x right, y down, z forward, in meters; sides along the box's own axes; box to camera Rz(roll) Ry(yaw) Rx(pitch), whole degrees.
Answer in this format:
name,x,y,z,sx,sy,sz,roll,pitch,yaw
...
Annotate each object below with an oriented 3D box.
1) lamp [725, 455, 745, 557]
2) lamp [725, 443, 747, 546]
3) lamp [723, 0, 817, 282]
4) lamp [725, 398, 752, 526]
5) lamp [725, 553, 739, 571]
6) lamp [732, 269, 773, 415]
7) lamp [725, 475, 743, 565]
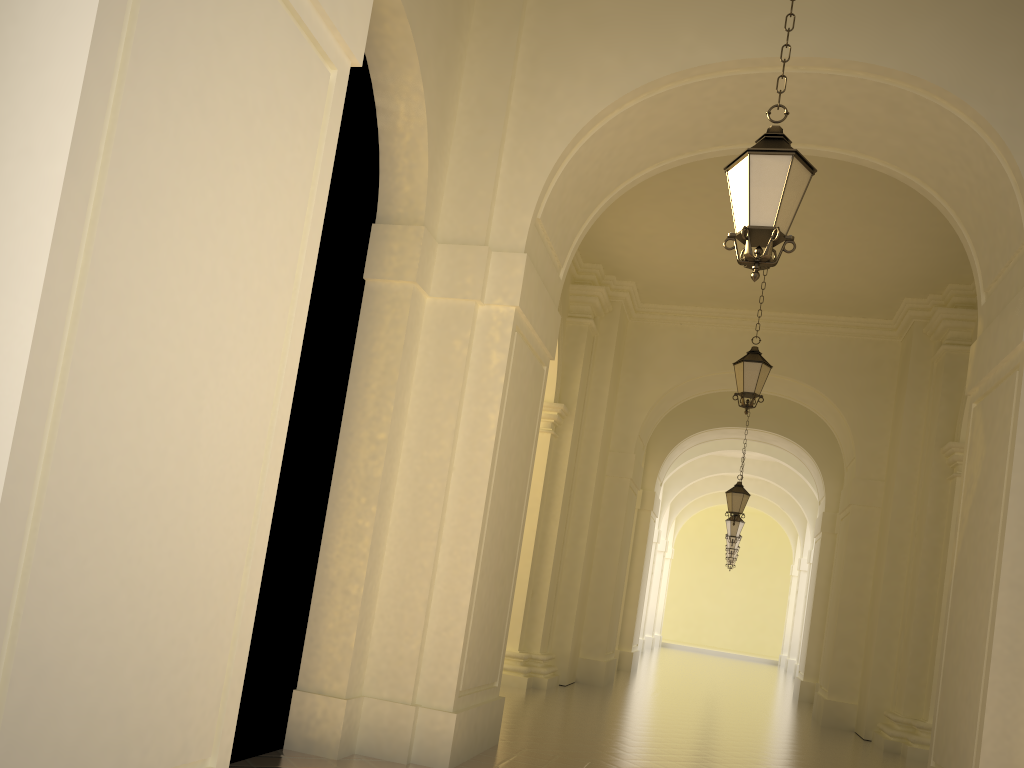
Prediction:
name,x,y,z,sx,sy,sz,roll,pitch,yaw
lamp,6.752,3.545,26.131,0.507,3.268,0.450,8,-5,15
lamp,5.834,2.527,22.367,0.507,3.268,0.450,8,-5,15
lamp,1.596,-2.175,4.984,0.445,3.268,0.513,10,-5,-15
lamp,4.645,1.207,17.488,0.445,3.268,0.513,10,-5,-15
lamp,8.549,5.538,33.502,0.507,3.268,0.450,8,-5,15
lamp,3.183,-0.852,11.282,0.440,2.534,0.519,4,-6,45
lamp,7.653,4.545,29.828,0.507,3.268,0.450,8,-5,15
